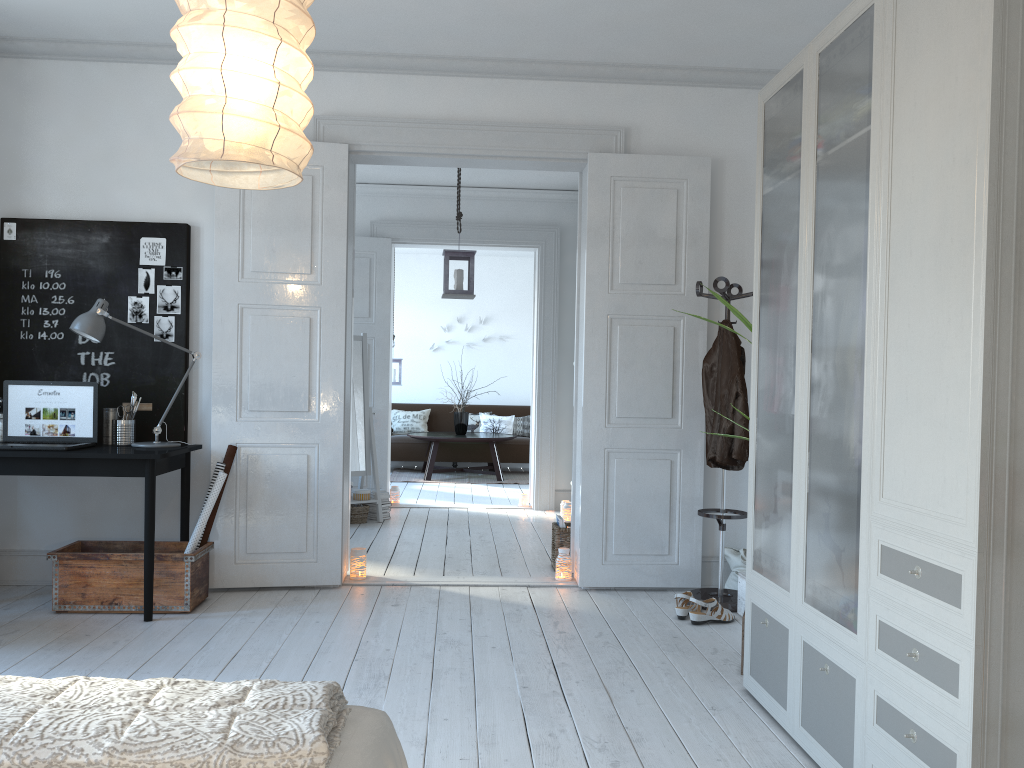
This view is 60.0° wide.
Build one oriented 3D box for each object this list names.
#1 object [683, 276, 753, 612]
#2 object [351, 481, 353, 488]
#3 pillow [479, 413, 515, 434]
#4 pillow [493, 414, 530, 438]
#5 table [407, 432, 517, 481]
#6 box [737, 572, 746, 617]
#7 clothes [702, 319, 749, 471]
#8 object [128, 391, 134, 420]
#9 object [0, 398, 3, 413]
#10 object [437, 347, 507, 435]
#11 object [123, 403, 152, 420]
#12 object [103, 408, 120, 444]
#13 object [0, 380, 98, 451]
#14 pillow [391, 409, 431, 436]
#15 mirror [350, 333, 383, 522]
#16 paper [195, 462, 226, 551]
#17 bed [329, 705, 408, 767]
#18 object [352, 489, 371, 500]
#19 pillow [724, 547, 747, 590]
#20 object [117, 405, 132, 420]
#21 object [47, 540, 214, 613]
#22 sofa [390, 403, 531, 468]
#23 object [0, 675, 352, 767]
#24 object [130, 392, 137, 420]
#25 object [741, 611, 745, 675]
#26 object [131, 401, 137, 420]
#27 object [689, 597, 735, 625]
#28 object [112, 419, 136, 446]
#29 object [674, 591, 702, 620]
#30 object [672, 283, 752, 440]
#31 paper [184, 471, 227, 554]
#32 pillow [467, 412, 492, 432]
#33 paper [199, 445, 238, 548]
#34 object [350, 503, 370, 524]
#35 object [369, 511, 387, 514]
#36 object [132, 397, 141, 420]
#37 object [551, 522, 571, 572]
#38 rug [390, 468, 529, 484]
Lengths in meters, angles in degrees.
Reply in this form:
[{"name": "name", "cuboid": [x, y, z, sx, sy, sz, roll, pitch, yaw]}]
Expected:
[{"name": "object", "cuboid": [1.090, 0.298, 4.549, 0.374, 1.659, 0.374, 1, 1, 4]}, {"name": "object", "cuboid": [-1.373, 0.825, 7.048, 0.207, 0.159, 0.241, 1, 0, 4]}, {"name": "pillow", "cuboid": [-0.199, 0.523, 11.314, 0.471, 0.309, 0.188, 1, 1, -3]}, {"name": "pillow", "cuboid": [-0.006, 0.540, 11.439, 0.542, 0.288, 0.183, 1, 1, -3]}, {"name": "table", "cuboid": [-0.596, 0.851, 10.513, 1.300, 0.503, 1.299, 1, 0, -13]}, {"name": "box", "cuboid": [1.298, 1.021, 4.051, 0.376, 0.218, 0.641, 1, 0, -3]}, {"name": "clothes", "cuboid": [1.082, 0.057, 4.474, 0.237, 0.770, 0.211, 2, 1, 30]}, {"name": "object", "cuboid": [-1.917, 0.169, 4.445, 0.008, 0.267, 0.060, 1, 1, 13]}, {"name": "object", "cuboid": [-2.519, 0.098, 4.285, 0.137, 0.087, 0.073, 1, 1, -3]}, {"name": "object", "cuboid": [-0.468, 0.073, 10.444, 0.846, 1.066, 0.525, 1, 1, -33]}, {"name": "object", "cuboid": [-1.896, 0.200, 4.486, 0.138, 0.209, 0.034, 1, 1, -23]}, {"name": "object", "cuboid": [-2.033, 0.216, 4.496, 0.079, 0.188, 0.079, 1, 1, -24]}, {"name": "object", "cuboid": [-2.224, 0.144, 4.136, 0.445, 0.315, 0.325, 1, 0, -3]}, {"name": "pillow", "cuboid": [-1.303, 0.498, 11.362, 0.519, 0.367, 0.239, 1, 1, -4]}, {"name": "mirror", "cuboid": [-1.340, 0.332, 6.938, 0.610, 1.489, 0.417, 1, 1, -39]}, {"name": "paper", "cuboid": [-1.538, 0.723, 4.364, 0.043, 0.669, 0.266, 2, 1, 42]}, {"name": "bed", "cuboid": [-0.951, 0.553, 0.530, 1.888, 1.047, 2.176, 1, 0, -3]}, {"name": "object", "cuboid": [-1.181, 0.869, 6.964, 0.142, 0.074, 0.142, 1, 0, -20]}, {"name": "pillow", "cuboid": [1.301, 0.974, 4.749, 0.317, 0.314, 0.273, 1, 0, -3]}, {"name": "object", "cuboid": [-1.950, 0.202, 4.440, 0.081, 0.198, 0.050, 2, 1, 22]}, {"name": "object", "cuboid": [-1.818, 0.925, 4.261, 0.664, 0.282, 0.339, 1, 0, -3]}, {"name": "sofa", "cuboid": [-0.634, 0.679, 11.298, 2.165, 0.825, 0.968, 1, 0, -3]}, {"name": "object", "cuboid": [-0.993, 0.516, 1.372, 1.460, 0.104, 0.405, 1, 0, -4]}, {"name": "object", "cuboid": [-1.913, 0.172, 4.446, 0.012, 0.264, 0.062, 2, 1, 39]}, {"name": "object", "cuboid": [0.970, 0.950, 3.457, 0.132, 0.352, 0.137, 1, 1, 19]}, {"name": "object", "cuboid": [-1.910, 0.195, 4.436, 0.009, 0.222, 0.082, 2, 1, 26]}, {"name": "object", "cuboid": [0.952, 1.062, 4.187, 0.272, 0.126, 0.099, 1, 0, -31]}, {"name": "object", "cuboid": [-1.939, 0.243, 4.430, 0.108, 0.128, 0.108, 1, 1, 12]}, {"name": "object", "cuboid": [0.853, 1.060, 4.322, 0.099, 0.126, 0.272, 1, 0, 29]}, {"name": "object", "cuboid": [1.149, 0.349, 3.596, 1.043, 1.554, 0.289, 1, 1, 26]}, {"name": "paper", "cuboid": [-1.534, 0.740, 4.305, 0.283, 0.627, 0.041, 1, 1, -25]}, {"name": "pillow", "cuboid": [-0.496, 0.527, 11.372, 0.473, 0.347, 0.158, 1, 1, -5]}, {"name": "paper", "cuboid": [-1.514, 0.681, 4.435, 0.048, 0.747, 0.297, 2, 1, 42]}, {"name": "object", "cuboid": [-1.243, 1.017, 6.980, 0.185, 0.140, 0.295, 1, 0, -32]}, {"name": "object", "cuboid": [-1.101, 1.027, 7.159, 0.156, 0.014, 0.111, 1, 0, 39]}, {"name": "object", "cuboid": [-1.898, 0.186, 4.432, 0.084, 0.240, 0.009, 1, 1, -26]}, {"name": "object", "cuboid": [0.383, 0.982, 5.349, 0.270, 0.265, 0.224, 1, 1, -3]}, {"name": "rug", "cuboid": [-0.602, 1.076, 10.543, 1.710, 0.055, 1.456, 1, 0, -3]}]
